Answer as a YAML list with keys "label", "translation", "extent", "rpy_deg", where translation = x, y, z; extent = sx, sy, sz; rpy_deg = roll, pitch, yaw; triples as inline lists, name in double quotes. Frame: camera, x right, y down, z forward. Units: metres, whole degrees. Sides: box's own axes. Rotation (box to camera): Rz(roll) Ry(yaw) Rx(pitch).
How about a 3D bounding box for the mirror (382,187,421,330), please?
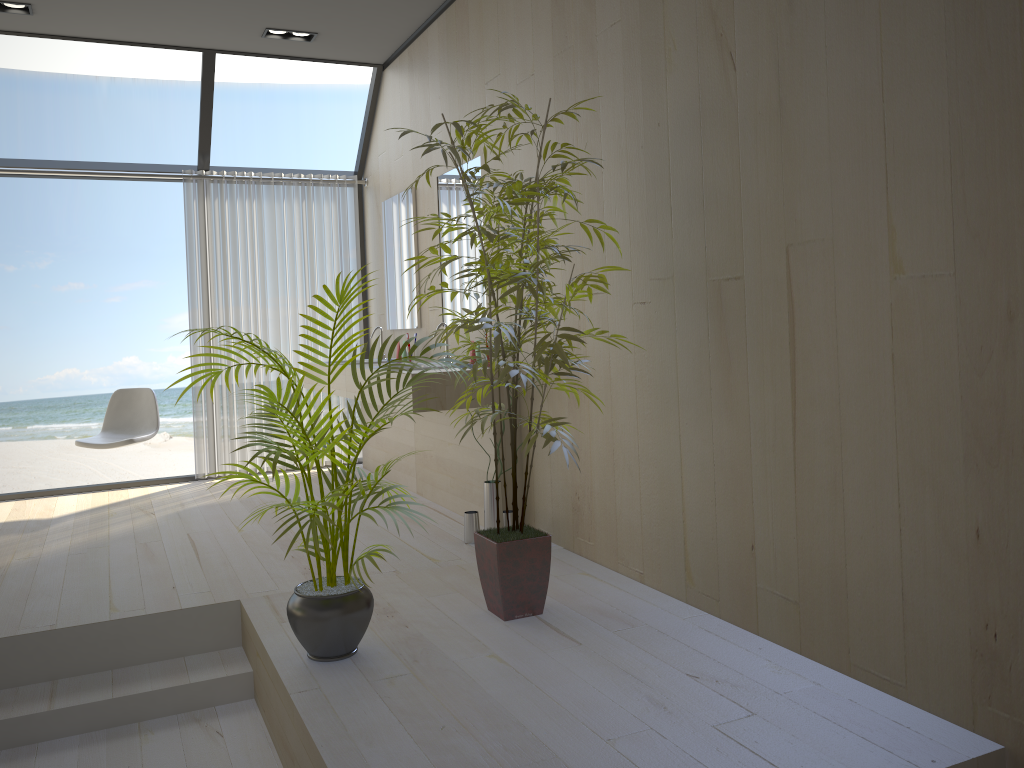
- label: "mirror"
  translation: [-0.724, -0.791, 5.743]
  extent: [0.023, 0.868, 0.653]
  rpy_deg: [-2, 1, -25]

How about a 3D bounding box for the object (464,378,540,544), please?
- label: "object"
  translation: [-0.023, 0.346, 4.004]
  extent: [0.407, 0.748, 0.273]
  rpy_deg: [-3, 1, -37]

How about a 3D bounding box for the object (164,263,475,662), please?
- label: "object"
  translation: [-0.612, 0.236, 2.663]
  extent: [0.915, 1.156, 0.752]
  rpy_deg: [-2, 1, 9]

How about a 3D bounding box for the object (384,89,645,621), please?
- label: "object"
  translation: [0.039, -0.100, 3.011]
  extent: [0.787, 1.755, 0.936]
  rpy_deg: [-2, 1, 0]

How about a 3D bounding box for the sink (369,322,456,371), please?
- label: "sink"
  translation: [-0.482, -0.104, 4.574]
  extent: [0.504, 0.419, 0.574]
  rpy_deg: [-3, 3, -21]

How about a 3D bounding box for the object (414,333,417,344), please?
- label: "object"
  translation: [-0.600, -0.220, 5.366]
  extent: [0.054, 0.175, 0.012]
  rpy_deg: [-2, 0, 1]

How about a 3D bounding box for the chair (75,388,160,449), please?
- label: "chair"
  translation: [-2.401, 0.211, 5.426]
  extent: [0.369, 0.347, 0.455]
  rpy_deg: [-2, 2, 4]

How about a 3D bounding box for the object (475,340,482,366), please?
- label: "object"
  translation: [-0.170, -0.153, 4.444]
  extent: [0.039, 0.135, 0.039]
  rpy_deg: [-2, 1, 17]

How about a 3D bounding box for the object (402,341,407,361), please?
- label: "object"
  translation: [-0.673, -0.204, 5.540]
  extent: [0.039, 0.135, 0.039]
  rpy_deg: [-2, 1, 24]

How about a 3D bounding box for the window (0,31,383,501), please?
- label: "window"
  translation: [-3.032, -0.666, 5.321]
  extent: [4.565, 2.812, 0.745]
  rpy_deg: [-4, 1, -25]

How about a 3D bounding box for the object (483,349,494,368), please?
- label: "object"
  translation: [-0.111, -0.127, 4.271]
  extent: [0.058, 0.100, 0.058]
  rpy_deg: [-3, 1, -14]

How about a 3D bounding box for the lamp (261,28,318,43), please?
- label: "lamp"
  translation: [-1.325, -2.126, 5.265]
  extent: [0.301, 0.112, 0.164]
  rpy_deg: [-4, 3, -25]

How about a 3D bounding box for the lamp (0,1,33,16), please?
- label: "lamp"
  translation: [-2.688, -2.030, 4.639]
  extent: [0.301, 0.112, 0.164]
  rpy_deg: [-4, 3, -25]

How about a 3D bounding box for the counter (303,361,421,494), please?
- label: "counter"
  translation: [-0.939, 0.254, 5.723]
  extent: [0.551, 0.790, 1.206]
  rpy_deg: [-3, 3, -25]

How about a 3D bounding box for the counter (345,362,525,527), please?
- label: "counter"
  translation: [-0.436, 0.306, 4.627]
  extent: [0.551, 0.790, 1.206]
  rpy_deg: [-3, 3, -25]

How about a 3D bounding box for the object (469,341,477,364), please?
- label: "object"
  translation: [-0.192, -0.145, 4.332]
  extent: [0.039, 0.135, 0.039]
  rpy_deg: [-2, 1, 17]

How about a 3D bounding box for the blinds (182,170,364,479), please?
- label: "blinds"
  translation: [-1.629, -0.436, 6.174]
  extent: [1.184, 2.069, 0.084]
  rpy_deg: [-3, 1, -25]

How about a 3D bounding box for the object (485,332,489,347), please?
- label: "object"
  translation: [-0.120, -0.167, 4.242]
  extent: [0.012, 0.178, 0.050]
  rpy_deg: [-2, 1, 15]

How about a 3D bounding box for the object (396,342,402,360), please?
- label: "object"
  translation: [-0.695, -0.196, 5.428]
  extent: [0.039, 0.135, 0.039]
  rpy_deg: [-2, 1, 24]

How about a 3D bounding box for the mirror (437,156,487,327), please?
- label: "mirror"
  translation: [-0.266, -0.748, 4.812]
  extent: [0.023, 0.868, 0.653]
  rpy_deg: [-2, 1, -25]

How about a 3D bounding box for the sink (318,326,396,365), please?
- label: "sink"
  translation: [-0.985, -0.155, 5.670]
  extent: [0.504, 0.419, 0.574]
  rpy_deg: [-3, 3, -21]

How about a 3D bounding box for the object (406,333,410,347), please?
- label: "object"
  translation: [-0.623, -0.218, 5.338]
  extent: [0.012, 0.178, 0.050]
  rpy_deg: [-2, 1, 15]

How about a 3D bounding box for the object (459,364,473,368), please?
- label: "object"
  translation: [-0.202, -0.090, 4.252]
  extent: [0.104, 0.029, 0.033]
  rpy_deg: [-1, 2, 16]

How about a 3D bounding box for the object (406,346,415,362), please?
- label: "object"
  translation: [-0.614, -0.178, 5.367]
  extent: [0.058, 0.100, 0.058]
  rpy_deg: [-3, 1, -18]

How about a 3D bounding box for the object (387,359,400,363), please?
- label: "object"
  translation: [-0.705, -0.142, 5.349]
  extent: [0.104, 0.029, 0.033]
  rpy_deg: [-1, 2, 16]
